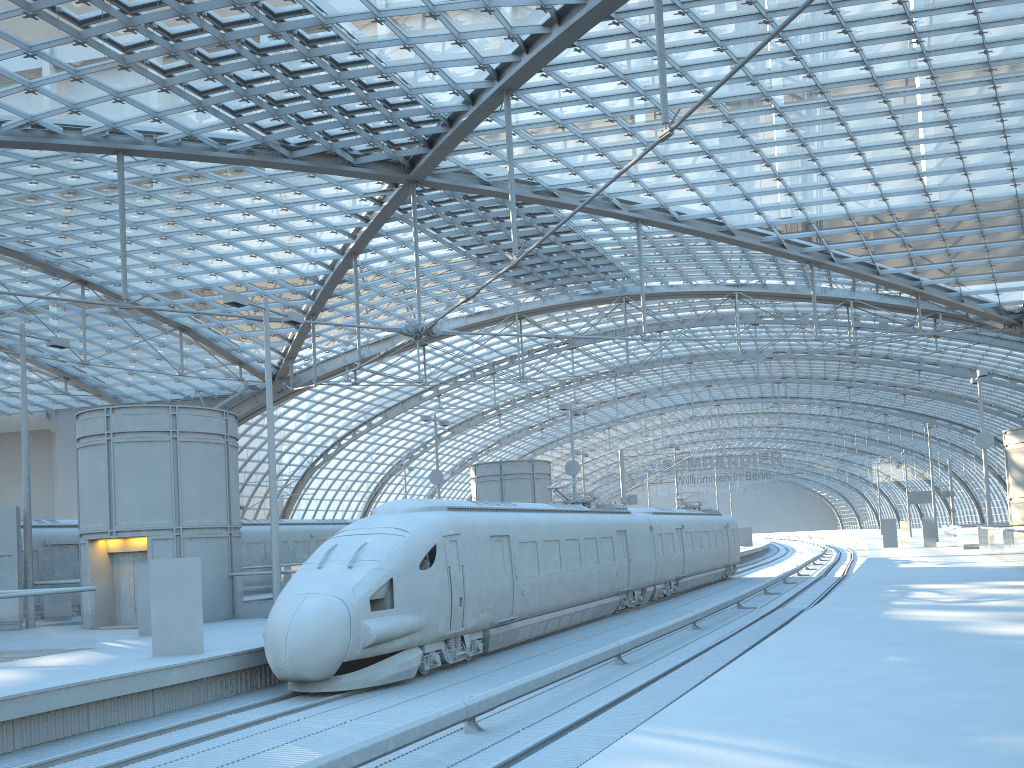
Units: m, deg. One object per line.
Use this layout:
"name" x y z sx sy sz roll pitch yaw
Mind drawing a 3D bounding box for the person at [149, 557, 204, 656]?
"person" -5.762 3.857 15.157 0.875 1.696 0.001 -3 -3 -3

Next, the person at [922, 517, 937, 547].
"person" 24.234 8.622 51.142 0.068 1.798 0.789 -1 -4 -35

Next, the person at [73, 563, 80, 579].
"person" -13.020 6.338 26.985 0.827 1.723 0.001 -3 -3 -3

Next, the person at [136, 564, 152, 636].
"person" -7.819 4.725 19.191 0.710 1.603 0.001 -3 -3 2

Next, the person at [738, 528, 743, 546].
"person" 21.082 14.001 80.340 0.878 1.696 0.001 -5 -3 23

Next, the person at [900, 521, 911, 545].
"person" 25.938 9.827 57.930 0.001 1.603 0.815 -2 -4 -22

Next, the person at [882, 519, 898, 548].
"person" 22.992 9.087 53.377 0.001 1.789 0.908 -1 -5 -42

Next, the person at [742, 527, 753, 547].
"person" 20.560 13.397 76.700 0.830 1.723 0.001 -5 -3 23
